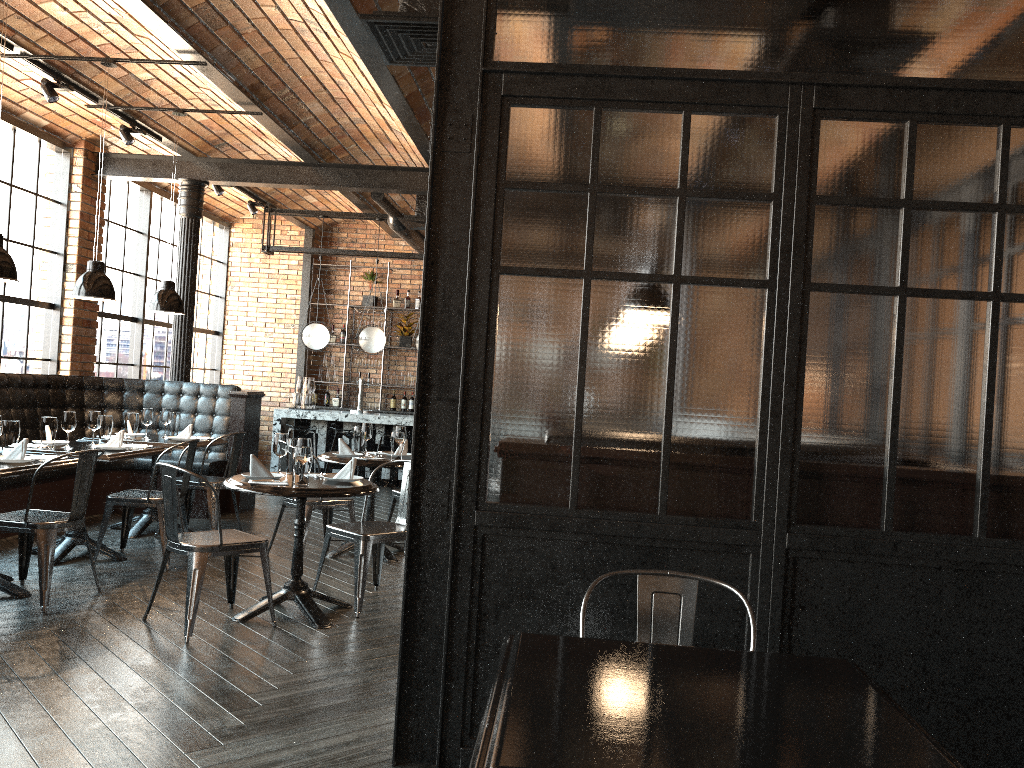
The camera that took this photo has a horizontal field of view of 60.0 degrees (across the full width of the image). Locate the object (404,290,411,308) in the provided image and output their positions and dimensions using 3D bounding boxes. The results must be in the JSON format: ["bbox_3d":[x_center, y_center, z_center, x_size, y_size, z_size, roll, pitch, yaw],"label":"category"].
[{"bbox_3d":[-1.540,-1.246,13.106,0.083,0.282,0.083,4,0,-11],"label":"object"}]

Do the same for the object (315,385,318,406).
[{"bbox_3d":[-2.930,0.170,13.193,0.086,0.299,0.086,4,0,-37],"label":"object"}]

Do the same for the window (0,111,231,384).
[{"bbox_3d":[-4.866,-0.809,5.020,0.168,3.253,16.179,4,0,4],"label":"window"}]

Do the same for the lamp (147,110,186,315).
[{"bbox_3d":[-2.769,-1.403,7.238,0.291,1.653,0.291,4,0,-41],"label":"lamp"}]

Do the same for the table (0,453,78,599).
[{"bbox_3d":[-3.063,0.803,5.033,0.872,0.758,0.872,4,0,4],"label":"table"}]

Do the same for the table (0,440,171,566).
[{"bbox_3d":[-2.992,0.811,6.121,0.872,0.758,0.872,4,0,4],"label":"table"}]

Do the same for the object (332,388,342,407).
[{"bbox_3d":[-2.585,0.201,13.150,0.123,0.279,0.123,4,0,17],"label":"object"}]

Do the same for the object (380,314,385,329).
[{"bbox_3d":[-1.923,-0.941,13.203,0.092,0.244,0.092,4,0,9],"label":"object"}]

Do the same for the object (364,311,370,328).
[{"bbox_3d":[-2.136,-0.955,13.052,0.092,0.244,0.092,4,0,9],"label":"object"}]

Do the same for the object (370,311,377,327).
[{"bbox_3d":[-2.037,-0.948,13.045,0.092,0.244,0.092,4,0,9],"label":"object"}]

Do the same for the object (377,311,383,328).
[{"bbox_3d":[-1.934,-0.942,13.038,0.092,0.244,0.092,4,0,9],"label":"object"}]

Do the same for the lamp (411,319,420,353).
[{"bbox_3d":[-1.010,-1.201,11.274,0.340,1.754,0.340,4,0,-40],"label":"lamp"}]

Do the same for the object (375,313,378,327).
[{"bbox_3d":[-2.026,-0.947,13.210,0.092,0.244,0.092,4,0,9],"label":"object"}]

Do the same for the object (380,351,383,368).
[{"bbox_3d":[-1.959,-0.369,13.201,0.092,0.244,0.092,4,0,9],"label":"object"}]

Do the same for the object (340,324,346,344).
[{"bbox_3d":[-2.505,-0.741,13.169,0.086,0.299,0.086,4,0,-37],"label":"object"}]

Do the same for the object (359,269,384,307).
[{"bbox_3d":[-2.096,-1.416,13.170,0.377,0.554,0.422,4,0,-9],"label":"object"}]

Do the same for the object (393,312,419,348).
[{"bbox_3d":[-1.548,-0.793,13.076,0.430,0.526,0.425,4,0,16],"label":"object"}]

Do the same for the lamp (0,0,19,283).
[{"bbox_3d":[-2.914,-1.419,5.038,0.291,1.653,0.291,4,0,-21],"label":"lamp"}]

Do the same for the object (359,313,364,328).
[{"bbox_3d":[-2.234,-0.960,13.223,0.092,0.244,0.092,4,0,9],"label":"object"}]

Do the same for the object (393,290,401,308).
[{"bbox_3d":[-1.697,-1.254,13.118,0.123,0.279,0.123,4,0,-8],"label":"object"}]

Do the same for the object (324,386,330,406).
[{"bbox_3d":[-2.741,0.181,13.149,0.086,0.297,0.086,3,0,38],"label":"object"}]

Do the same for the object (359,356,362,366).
[{"bbox_3d":[-2.270,-0.388,13.221,0.092,0.244,0.092,4,0,9],"label":"object"}]

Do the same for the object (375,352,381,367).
[{"bbox_3d":[-1.970,-0.370,13.036,0.092,0.244,0.092,4,0,9],"label":"object"}]

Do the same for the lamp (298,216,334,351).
[{"bbox_3d":[-2.470,-1.292,11.371,0.340,1.754,0.340,4,0,-40],"label":"lamp"}]

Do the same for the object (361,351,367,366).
[{"bbox_3d":[-2.172,-0.383,13.050,0.092,0.244,0.092,4,0,9],"label":"object"}]

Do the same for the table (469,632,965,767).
[{"bbox_3d":[0.361,1.006,1.752,0.872,0.758,0.872,4,0,4],"label":"table"}]

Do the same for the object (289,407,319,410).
[{"bbox_3d":[-2.688,0.318,11.460,0.273,0.019,0.437,4,0,4],"label":"object"}]

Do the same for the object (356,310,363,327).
[{"bbox_3d":[-2.245,-0.961,13.059,0.092,0.244,0.092,4,0,9],"label":"object"}]

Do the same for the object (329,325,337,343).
[{"bbox_3d":[-2.661,-0.740,13.162,0.123,0.279,0.123,4,0,-7],"label":"object"}]

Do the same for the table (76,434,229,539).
[{"bbox_3d":[-2.920,0.820,7.222,0.872,0.758,0.872,4,0,4],"label":"table"}]

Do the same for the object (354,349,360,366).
[{"bbox_3d":[-2.281,-0.390,13.057,0.092,0.244,0.092,4,0,9],"label":"object"}]

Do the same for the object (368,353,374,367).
[{"bbox_3d":[-2.073,-0.377,13.043,0.092,0.244,0.092,4,0,9],"label":"object"}]

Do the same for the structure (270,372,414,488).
[{"bbox_3d":[-0.248,0.667,11.826,5.346,1.430,1.930,4,0,4],"label":"structure"}]

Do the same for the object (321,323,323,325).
[{"bbox_3d":[-2.835,-0.761,13.219,0.086,0.298,0.086,4,0,-37],"label":"object"}]

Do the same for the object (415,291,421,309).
[{"bbox_3d":[-1.374,-1.236,13.095,0.083,0.282,0.083,4,0,19],"label":"object"}]

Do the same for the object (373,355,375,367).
[{"bbox_3d":[-2.062,-0.375,13.208,0.092,0.244,0.092,4,0,9],"label":"object"}]

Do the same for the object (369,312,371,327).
[{"bbox_3d":[-2.125,-0.953,13.216,0.092,0.244,0.092,4,0,9],"label":"object"}]

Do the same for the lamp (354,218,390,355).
[{"bbox_3d":[-1.740,-1.247,11.322,0.340,1.754,0.340,4,0,-40],"label":"lamp"}]

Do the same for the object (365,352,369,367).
[{"bbox_3d":[-2.161,-0.381,13.214,0.092,0.244,0.092,4,0,9],"label":"object"}]

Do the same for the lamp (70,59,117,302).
[{"bbox_3d":[-2.841,-1.411,6.138,0.291,1.653,0.291,3,0,29],"label":"lamp"}]

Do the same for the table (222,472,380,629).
[{"bbox_3d":[-1.209,0.919,5.023,0.866,0.758,0.866,4,0,-33],"label":"table"}]

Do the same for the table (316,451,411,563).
[{"bbox_3d":[-1.089,0.933,6.854,0.866,0.758,0.866,4,0,-33],"label":"table"}]
